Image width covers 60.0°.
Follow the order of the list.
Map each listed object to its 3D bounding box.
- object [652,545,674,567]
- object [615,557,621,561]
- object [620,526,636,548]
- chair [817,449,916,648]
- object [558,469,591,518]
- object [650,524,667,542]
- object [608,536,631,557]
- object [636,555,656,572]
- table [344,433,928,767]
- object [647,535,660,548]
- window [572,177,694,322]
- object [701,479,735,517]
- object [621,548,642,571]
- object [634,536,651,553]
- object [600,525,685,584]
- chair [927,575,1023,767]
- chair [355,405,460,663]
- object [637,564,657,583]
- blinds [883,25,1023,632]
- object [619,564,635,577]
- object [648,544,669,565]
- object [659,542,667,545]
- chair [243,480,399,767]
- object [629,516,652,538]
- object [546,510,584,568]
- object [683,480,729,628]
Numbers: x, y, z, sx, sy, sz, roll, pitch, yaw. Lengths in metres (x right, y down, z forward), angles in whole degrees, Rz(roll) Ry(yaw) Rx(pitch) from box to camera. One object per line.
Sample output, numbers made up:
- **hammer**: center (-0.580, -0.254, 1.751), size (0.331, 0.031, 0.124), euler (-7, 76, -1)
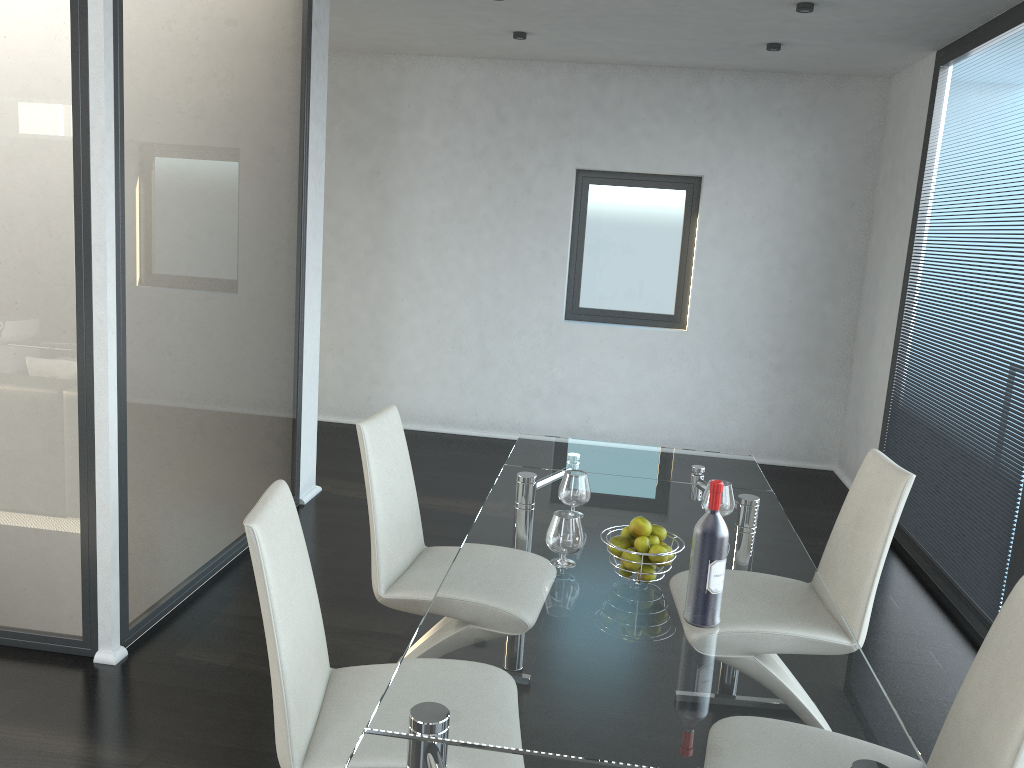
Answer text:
- **object**: center (0.365, 0.418, 2.159), size (0.058, 0.058, 0.058), euler (-1, 11, -26)
- **object**: center (0.275, 0.420, 2.211), size (0.045, 0.042, 0.045), euler (4, 10, 1)
- **object**: center (0.296, 0.380, 2.209), size (0.055, 0.054, 0.050), euler (-1, 11, -24)
- **chair**: center (0.823, 0.680, 2.740), size (0.612, 0.959, 0.471), euler (4, 10, 2)
- **object**: center (0.186, 0.327, 2.647), size (0.098, 0.132, 0.098), euler (9, 11, 26)
- **object**: center (0.362, 0.372, 2.211), size (0.047, 0.045, 0.047), euler (5, 10, 7)
- **object**: center (0.263, 0.398, 2.167), size (0.055, 0.048, 0.054), euler (4, 10, 0)
- **object**: center (0.329, 0.444, 2.205), size (0.059, 0.056, 0.061), euler (-4, 13, -38)
- **table**: center (0.302, 0.832, 2.335), size (0.940, 0.731, 2.720), euler (5, 10, 7)
- **object**: center (0.342, 0.389, 2.179), size (0.040, 0.038, 0.040), euler (0, 11, -22)
- **window**: center (0.880, -0.985, 6.514), size (0.800, 1.000, 0.050), euler (5, 10, 7)
- **object**: center (0.614, 0.357, 2.644), size (0.098, 0.132, 0.098), euler (9, 11, 26)
- **object**: center (0.288, 0.422, 2.132), size (0.053, 0.055, 0.054), euler (-2, 12, -28)
- **object**: center (0.313, 0.388, 2.135), size (0.040, 0.043, 0.044), euler (8, 11, 21)
- **object**: center (0.315, 0.431, 2.177), size (0.206, 0.105, 0.206), euler (-4, 13, -38)
- **chair**: center (0.699, 0.841, 1.806), size (0.612, 0.959, 0.471), euler (7, 11, 16)
- **chair**: center (-0.186, 0.593, 2.836), size (0.612, 0.959, 0.471), euler (6, 10, 11)
- **object**: center (0.326, 0.459, 2.151), size (0.048, 0.048, 0.048), euler (7, 11, 17)
- **blinds**: center (2.178, -0.361, 4.279), size (0.018, 2.537, 1.787), euler (5, 10, 7)
- **object**: center (0.284, 0.456, 2.183), size (0.038, 0.038, 0.038), euler (6, 10, 10)
- **object**: center (0.349, 0.407, 2.116), size (0.047, 0.048, 0.047), euler (-2, 12, -30)
- **object**: center (0.369, 0.412, 2.201), size (0.040, 0.040, 0.039), euler (4, 10, -2)
- **chair**: center (-0.280, 0.736, 2.009), size (0.612, 0.959, 0.471), euler (3, 10, -3)
- **object**: center (0.315, 0.351, 2.170), size (0.055, 0.056, 0.055), euler (5, 10, 7)
- **object**: center (0.134, 0.394, 2.257), size (0.098, 0.132, 0.098), euler (9, 11, 26)
- **object**: center (0.434, 0.371, 1.953), size (0.082, 0.326, 0.082), euler (9, 12, 27)
